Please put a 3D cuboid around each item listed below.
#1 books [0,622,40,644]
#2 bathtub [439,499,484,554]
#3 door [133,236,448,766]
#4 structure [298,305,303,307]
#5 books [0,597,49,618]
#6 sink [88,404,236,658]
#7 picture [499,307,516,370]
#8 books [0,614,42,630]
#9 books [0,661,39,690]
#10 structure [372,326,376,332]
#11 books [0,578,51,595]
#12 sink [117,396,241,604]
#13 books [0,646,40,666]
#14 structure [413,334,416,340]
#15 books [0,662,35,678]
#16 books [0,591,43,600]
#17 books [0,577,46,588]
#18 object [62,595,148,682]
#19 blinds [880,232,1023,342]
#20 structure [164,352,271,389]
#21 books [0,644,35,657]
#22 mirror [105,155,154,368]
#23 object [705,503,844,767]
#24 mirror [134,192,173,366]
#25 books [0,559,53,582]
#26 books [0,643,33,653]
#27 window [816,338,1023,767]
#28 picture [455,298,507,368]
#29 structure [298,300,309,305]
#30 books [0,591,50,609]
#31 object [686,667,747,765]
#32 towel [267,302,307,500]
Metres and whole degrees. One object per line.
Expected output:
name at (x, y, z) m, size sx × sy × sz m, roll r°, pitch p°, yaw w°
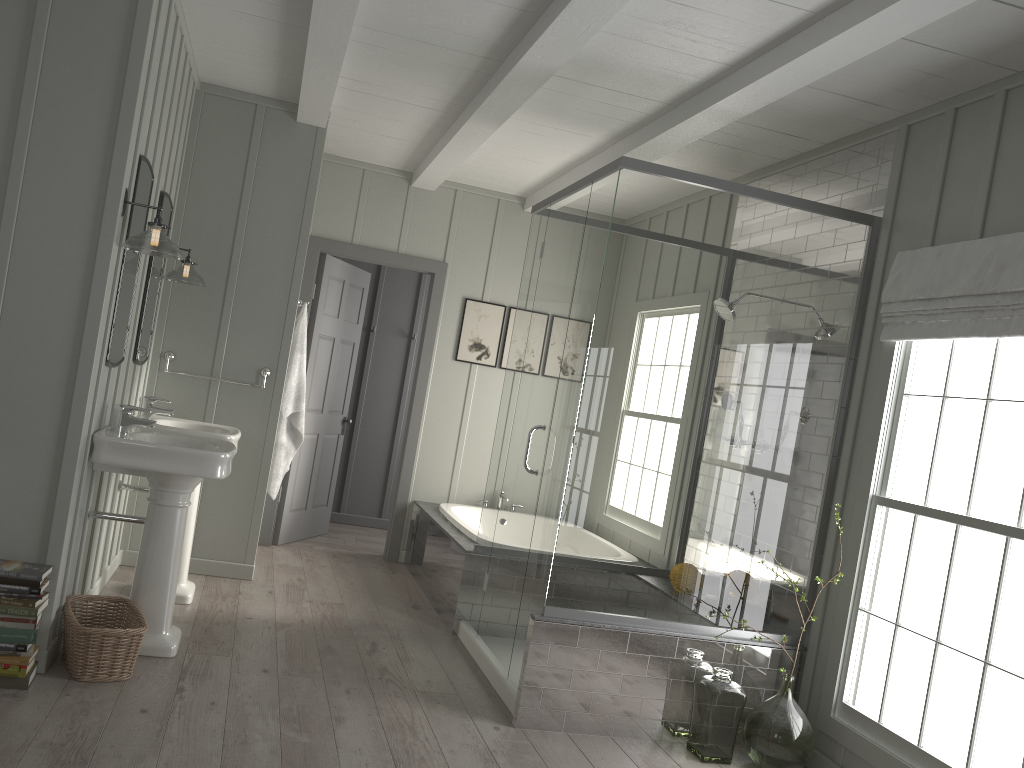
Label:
books at (-1.829, 0.881, 3.181) m, size 0.223 × 0.053 × 0.162 m, roll 10°, pitch -1°, yaw -24°
bathtub at (0.095, 1.046, 5.770) m, size 1.034 × 0.490 × 1.583 m, roll 10°, pitch -1°, yaw -15°
door at (-0.583, 0.173, 3.183) m, size 4.199 × 2.196 × 7.891 m, roll 10°, pitch -1°, yaw -15°
structure at (-1.340, -0.499, 5.603) m, size 0.078 × 0.056 × 0.057 m, roll 10°, pitch 0°, yaw -14°
books at (-1.811, 0.789, 3.179) m, size 0.232 × 0.032 × 0.172 m, roll 10°, pitch -1°, yaw -14°
sink at (-1.532, 0.619, 3.791) m, size 0.559 × 1.014 × 0.577 m, roll 10°, pitch 0°, yaw -14°
picture at (0.095, -0.315, 6.527) m, size 0.309 × 0.461 × 0.012 m, roll 10°, pitch 1°, yaw -12°
books at (-1.821, 0.829, 3.185) m, size 0.219 × 0.052 × 0.158 m, roll 10°, pitch -1°, yaw -19°
books at (-1.856, 1.043, 3.190) m, size 0.235 × 0.049 × 0.166 m, roll 10°, pitch -1°, yaw -16°
structure at (-1.192, -0.468, 7.606) m, size 0.019 × 0.051 × 0.137 m, roll 10°, pitch -1°, yaw -16°
books at (-1.787, 0.716, 3.177) m, size 0.204 × 0.024 × 0.152 m, roll 10°, pitch -1°, yaw -14°
sink at (-1.754, 0.594, 4.583) m, size 0.559 × 1.014 × 0.577 m, roll 10°, pitch 0°, yaw -14°
books at (-1.843, 0.966, 3.179) m, size 0.229 × 0.024 × 0.150 m, roll 10°, pitch -1°, yaw -13°
structure at (-0.854, -0.409, 7.689) m, size 0.019 × 0.051 × 0.137 m, roll 10°, pitch -1°, yaw -16°
books at (-1.848, 0.999, 3.177) m, size 0.219 × 0.041 × 0.165 m, roll 10°, pitch -1°, yaw -15°
books at (-1.801, 0.739, 3.186) m, size 0.202 × 0.025 × 0.153 m, roll 10°, pitch -1°, yaw -24°
books at (-1.793, 0.690, 3.174) m, size 0.203 × 0.024 × 0.152 m, roll 10°, pitch -1°, yaw -17°
object at (-1.623, 1.002, 3.487) m, size 0.283 × 0.220 × 0.479 m, roll 10°, pitch -1°, yaw -33°
blinds at (1.682, -0.347, 3.137) m, size 0.071 × 0.380 × 1.045 m, roll 10°, pitch -1°, yaw -16°
structure at (-1.696, -0.078, 5.081) m, size 0.594 × 0.123 × 0.055 m, roll 10°, pitch 0°, yaw -12°
books at (-1.837, 0.943, 3.189) m, size 0.202 × 0.025 × 0.153 m, roll 10°, pitch -1°, yaw -24°
mirror at (-1.599, -0.504, 3.709) m, size 0.015 × 0.884 × 0.430 m, roll 10°, pitch 0°, yaw -16°
object at (1.043, 1.000, 3.571) m, size 0.508 × 1.117 × 0.279 m, roll 10°, pitch 1°, yaw -14°
mirror at (-1.823, -0.529, 4.507) m, size 0.015 × 0.884 × 0.430 m, roll 10°, pitch 0°, yaw -16°
books at (-1.778, 0.668, 3.176) m, size 0.204 × 0.024 × 0.151 m, roll 10°, pitch -1°, yaw -12°
books at (-1.834, 0.919, 3.176) m, size 0.204 × 0.024 × 0.152 m, roll 10°, pitch -1°, yaw -14°
window at (1.614, 0.489, 3.157) m, size 0.089 × 1.950 × 1.070 m, roll 10°, pitch 0°, yaw -16°
picture at (-0.226, -0.371, 6.456) m, size 0.309 × 0.461 × 0.012 m, roll 10°, pitch 1°, yaw -12°
structure at (-1.271, -0.491, 5.356) m, size 0.078 × 0.056 × 0.057 m, roll 10°, pitch 0°, yaw -14°
books at (-1.808, 0.762, 3.177) m, size 0.231 × 0.024 × 0.149 m, roll 10°, pitch -1°, yaw -8°
object at (0.834, 1.350, 3.620) m, size 0.160 × 0.361 × 0.165 m, roll 10°, pitch 0°, yaw -16°
towel at (-1.318, 0.107, 5.382) m, size 0.160 × 1.204 × 0.322 m, roll 10°, pitch 1°, yaw -10°
